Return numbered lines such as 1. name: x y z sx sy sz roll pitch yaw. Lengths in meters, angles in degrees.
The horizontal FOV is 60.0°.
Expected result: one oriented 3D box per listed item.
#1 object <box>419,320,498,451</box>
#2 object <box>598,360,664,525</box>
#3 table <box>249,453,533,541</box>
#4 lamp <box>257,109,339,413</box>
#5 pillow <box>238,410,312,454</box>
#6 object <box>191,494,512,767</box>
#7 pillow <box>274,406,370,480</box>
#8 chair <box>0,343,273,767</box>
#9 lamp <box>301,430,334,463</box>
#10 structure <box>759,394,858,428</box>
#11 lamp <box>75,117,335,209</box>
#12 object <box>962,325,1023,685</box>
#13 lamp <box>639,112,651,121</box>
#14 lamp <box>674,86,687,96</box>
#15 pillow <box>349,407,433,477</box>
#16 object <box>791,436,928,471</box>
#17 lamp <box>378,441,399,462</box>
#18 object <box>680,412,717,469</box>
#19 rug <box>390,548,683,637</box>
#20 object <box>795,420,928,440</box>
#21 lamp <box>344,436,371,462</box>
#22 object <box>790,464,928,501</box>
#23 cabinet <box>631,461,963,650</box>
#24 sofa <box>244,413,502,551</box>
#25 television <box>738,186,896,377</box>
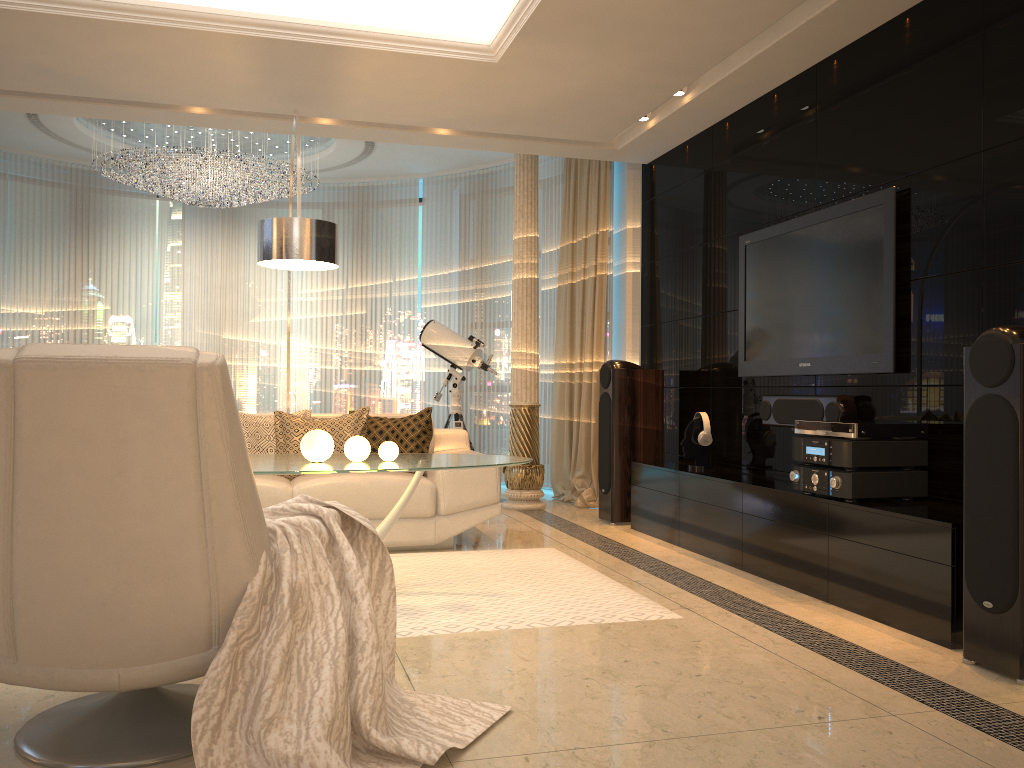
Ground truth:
1. object: -0.433 0.222 6.935 0.616 1.471 0.570 1 -1 -9
2. object: 0.854 0.396 6.172 0.468 1.127 0.285 1 -1 -16
3. table: -0.942 0.625 3.943 2.140 0.565 0.999 1 -1 -16
4. lamp: -1.275 -0.326 5.161 0.393 2.519 2.009 1 -1 -16
5. pillow: -1.465 0.353 5.307 0.587 0.429 0.288 1 -1 -41
6. object: -0.774 0.614 2.357 1.347 0.580 0.972 0 -1 22
7. pillow: -1.138 0.350 5.322 0.575 0.436 0.301 1 -1 -9
8. chair: -0.957 0.414 2.251 1.027 0.991 0.983 1 -1 -16
9. lamp: -0.851 0.271 3.878 0.143 0.143 0.143 1 -1 -31
10. structure: 1.523 0.144 4.613 0.107 0.179 0.745 1 -1 -16
11. lamp: -2.587 -1.862 7.603 2.109 0.685 2.109 0 -1 29
12. object: 1.759 0.373 2.922 0.468 1.127 0.285 1 -1 -16
13. lamp: 0.846 -1.769 5.738 0.107 0.127 0.107 1 -1 -34
14. lamp: 0.983 -1.773 5.248 0.107 0.127 0.107 1 -1 -34
15. pillow: -0.744 0.354 5.406 0.575 0.436 0.301 0 -1 16
16. object: 1.525 0.305 3.960 0.407 0.130 0.446 1 -1 -16
17. lamp: -0.551 0.301 3.961 0.090 0.091 0.090 0 -1 35
18. object: 1.150 0.342 5.393 0.197 0.343 0.197 0 -1 39
19. rug: -0.918 0.921 3.938 2.900 0.020 1.661 1 -1 -16
20. object: 1.547 0.205 3.965 0.371 0.070 0.441 1 -1 -16
21. lamp: -0.684 0.287 3.924 0.115 0.115 0.115 0 -1 10
22. object: 1.519 0.435 3.958 0.419 0.130 0.446 1 -1 -16
23. cabinet: 1.366 0.726 4.548 0.416 0.444 2.842 1 -1 -16
24. sofa: -1.313 0.558 5.260 2.328 0.754 1.145 1 -1 -16
25. television: 1.557 -0.464 4.639 0.055 0.839 1.358 1 -1 -16
